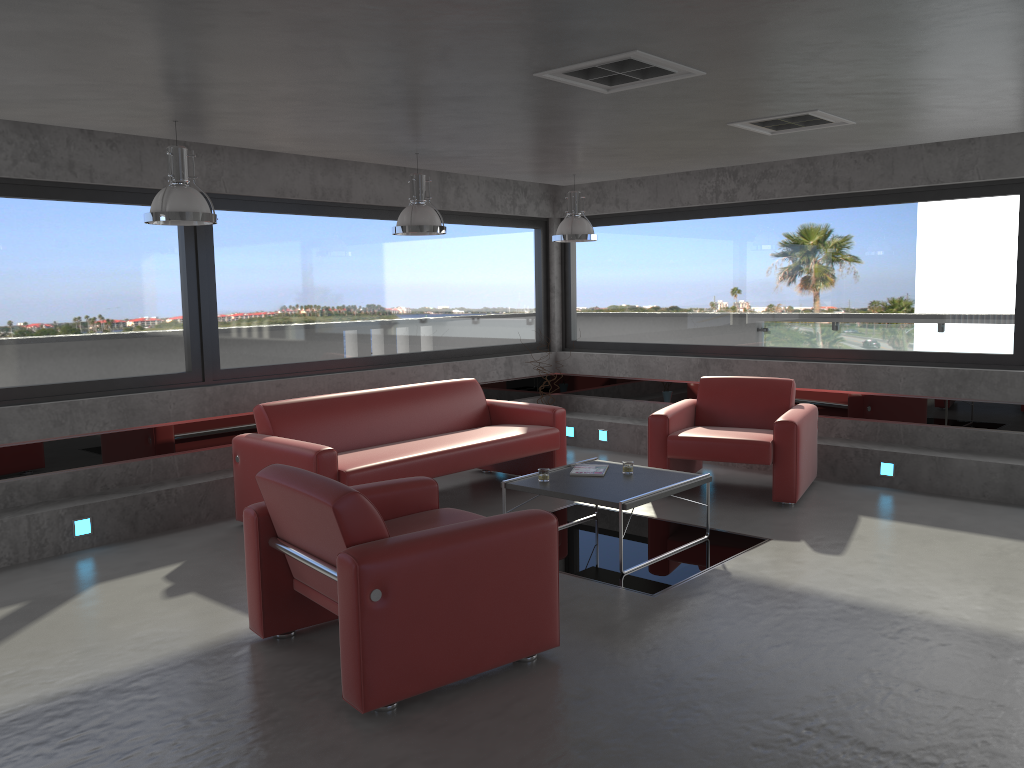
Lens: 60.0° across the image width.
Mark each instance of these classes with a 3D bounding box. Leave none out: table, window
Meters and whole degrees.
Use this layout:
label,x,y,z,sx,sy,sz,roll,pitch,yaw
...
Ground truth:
label,x,y,z,sx,sy,sz,roll,pitch,yaw
table,0.630,0.830,5.858,0.994,0.436,1.018,4,8,42
window,2.338,-1.002,8.528,4.583,1.364,0.003,4,8,42
window,-2.292,-0.766,7.108,0.003,1.364,7.800,4,8,42

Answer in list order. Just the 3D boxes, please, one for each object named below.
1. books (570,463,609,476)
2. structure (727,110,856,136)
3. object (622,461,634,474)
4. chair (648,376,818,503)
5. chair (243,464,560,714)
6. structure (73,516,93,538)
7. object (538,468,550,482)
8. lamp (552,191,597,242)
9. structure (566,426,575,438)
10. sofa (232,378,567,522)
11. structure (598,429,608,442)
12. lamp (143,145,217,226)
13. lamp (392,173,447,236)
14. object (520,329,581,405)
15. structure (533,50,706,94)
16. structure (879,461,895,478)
label,x,y,z,sx,sy,sz,roll,pitch,yaw
books,0.535,0.588,6.103,0.228,0.022,0.326,0,6,12
structure,1.686,-1.687,5.340,0.563,0.240,0.563,4,8,42
object,0.785,0.566,6.005,0.079,0.077,0.079,-6,8,-39
chair,1.821,0.407,7.285,1.196,0.854,1.130,2,7,27
chair,-0.511,0.778,4.195,1.130,0.854,1.196,-6,8,-38
structure,-2.862,0.955,5.914,0.004,0.123,0.123,4,8,42
object,0.209,0.597,5.813,0.079,0.077,0.079,2,7,25
lamp,0.539,-1.444,7.636,0.388,0.422,0.389,3,7,31
structure,0.621,0.511,9.488,0.123,0.123,0.004,4,8,42
sofa,-0.748,0.485,6.999,1.120,0.854,2.626,4,8,42
structure,0.943,0.536,9.199,0.123,0.123,0.004,4,8,42
lamp,-1.870,-1.117,4.981,0.389,0.422,0.388,4,8,42
lamp,-0.666,-1.280,6.309,0.389,0.422,0.388,4,8,42
object,0.340,0.092,8.791,0.466,1.289,0.531,-5,7,-35
structure,0.489,-1.525,4.020,0.563,0.240,0.563,4,8,42
structure,3.079,0.700,7.282,0.123,0.123,0.004,4,8,42
